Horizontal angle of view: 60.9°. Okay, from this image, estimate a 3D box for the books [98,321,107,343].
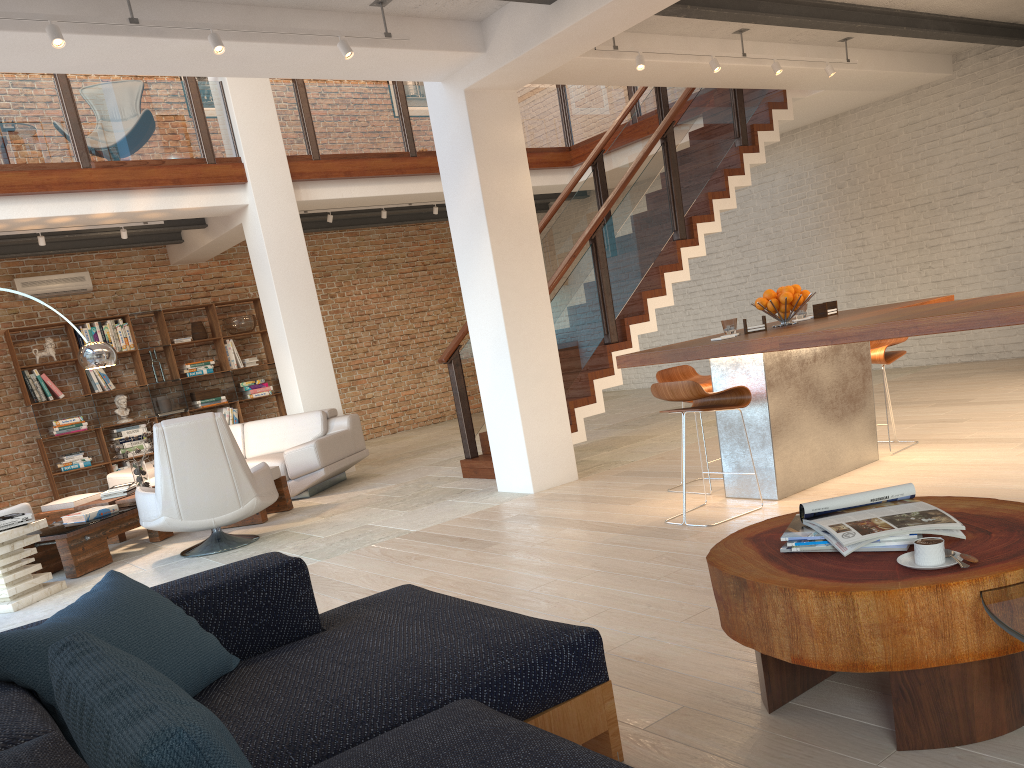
[{"bbox_3d":[-4.960,-0.546,10.532,0.035,0.395,0.242,-19,14,-36],"label":"books"}]

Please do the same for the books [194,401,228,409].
[{"bbox_3d":[-3.927,0.276,11.379,0.347,0.021,0.272,-13,4,-37],"label":"books"}]

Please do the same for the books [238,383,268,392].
[{"bbox_3d":[-3.474,0.044,11.697,0.319,0.057,0.254,-13,5,-36],"label":"books"}]

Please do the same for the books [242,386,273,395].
[{"bbox_3d":[-3.423,0.091,11.727,0.318,0.057,0.255,-13,5,-41],"label":"books"}]

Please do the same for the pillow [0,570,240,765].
[{"bbox_3d":[-0.977,0.663,2.109,0.379,0.337,0.545,-8,6,14],"label":"pillow"}]

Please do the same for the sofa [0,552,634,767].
[{"bbox_3d":[0.459,0.699,1.262,2.029,0.680,3.943,-13,5,-36],"label":"sofa"}]

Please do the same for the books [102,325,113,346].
[{"bbox_3d":[-4.910,-0.528,10.552,0.054,0.340,0.253,-19,13,-36],"label":"books"}]

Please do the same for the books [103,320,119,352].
[{"bbox_3d":[-4.878,-0.566,10.606,0.035,0.395,0.242,-19,14,-36],"label":"books"}]

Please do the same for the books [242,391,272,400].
[{"bbox_3d":[-3.433,0.151,11.726,0.319,0.057,0.254,-13,4,-33],"label":"books"}]

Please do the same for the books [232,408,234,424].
[{"bbox_3d":[-3.744,0.500,11.546,0.095,0.365,0.270,-19,13,-36],"label":"books"}]

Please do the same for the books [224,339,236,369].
[{"bbox_3d":[-3.727,-0.378,11.442,0.035,0.395,0.242,-19,14,-36],"label":"books"}]

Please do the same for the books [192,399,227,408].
[{"bbox_3d":[-3.952,0.251,11.376,0.369,0.037,0.244,-13,5,-40],"label":"books"}]

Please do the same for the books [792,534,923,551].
[{"bbox_3d":[0.940,0.406,2.379,0.321,0.011,0.244,-9,4,24],"label":"books"}]

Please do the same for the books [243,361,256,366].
[{"bbox_3d":[-3.494,-0.269,11.621,0.130,0.035,0.204,-12,4,-26],"label":"books"}]

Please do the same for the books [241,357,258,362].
[{"bbox_3d":[-3.503,-0.321,11.609,0.206,0.035,0.128,-7,5,44],"label":"books"}]

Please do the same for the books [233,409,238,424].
[{"bbox_3d":[-3.700,0.499,11.561,0.113,0.344,0.253,-19,13,-36],"label":"books"}]

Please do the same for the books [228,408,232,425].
[{"bbox_3d":[-3.756,0.500,11.527,0.095,0.365,0.270,-19,13,-36],"label":"books"}]

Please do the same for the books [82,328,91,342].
[{"bbox_3d":[-5.090,-0.489,10.433,0.054,0.340,0.253,-19,13,-36],"label":"books"}]

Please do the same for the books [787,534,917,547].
[{"bbox_3d":[0.933,0.396,2.394,0.321,0.011,0.244,-9,4,24],"label":"books"}]

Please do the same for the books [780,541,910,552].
[{"bbox_3d":[0.931,0.419,2.393,0.320,0.011,0.244,-8,4,33],"label":"books"}]

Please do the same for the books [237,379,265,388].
[{"bbox_3d":[-3.497,-0.009,11.675,0.321,0.057,0.252,-12,4,-25],"label":"books"}]

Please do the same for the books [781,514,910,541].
[{"bbox_3d":[0.926,0.386,2.399,0.321,0.011,0.244,-9,4,28],"label":"books"}]

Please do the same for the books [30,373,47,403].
[{"bbox_3d":[-5.556,0.051,10.192,0.099,0.344,0.253,-19,13,-36],"label":"books"}]

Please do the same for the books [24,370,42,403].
[{"bbox_3d":[-5.589,0.033,10.142,0.089,0.396,0.242,-19,14,-36],"label":"books"}]

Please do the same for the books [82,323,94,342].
[{"bbox_3d":[-5.060,-0.524,10.455,0.035,0.395,0.242,-19,14,-36],"label":"books"}]

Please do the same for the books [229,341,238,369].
[{"bbox_3d":[-3.708,-0.369,11.469,0.020,0.370,0.270,-20,13,-36],"label":"books"}]

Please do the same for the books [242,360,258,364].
[{"bbox_3d":[-3.495,-0.296,11.623,0.167,0.019,0.235,-13,4,-33],"label":"books"}]

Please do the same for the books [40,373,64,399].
[{"bbox_3d":[-5.434,0.032,10.269,0.190,0.328,0.253,-18,12,-36],"label":"books"}]

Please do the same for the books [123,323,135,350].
[{"bbox_3d":[-4.734,-0.569,10.715,0.054,0.340,0.253,-19,13,-36],"label":"books"}]

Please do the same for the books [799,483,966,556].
[{"bbox_3d":[0.981,0.366,2.339,0.321,0.112,0.266,-10,5,-3],"label":"books"}]

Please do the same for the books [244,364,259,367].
[{"bbox_3d":[-3.492,-0.243,11.643,0.168,0.019,0.235,-12,4,-28],"label":"books"}]

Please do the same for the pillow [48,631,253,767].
[{"bbox_3d":[-0.267,0.548,0.966,0.248,0.429,1.209,-18,8,-37],"label":"pillow"}]

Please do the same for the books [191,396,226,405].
[{"bbox_3d":[-3.949,0.215,11.332,0.370,0.037,0.244,-13,4,-37],"label":"books"}]

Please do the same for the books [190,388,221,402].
[{"bbox_3d":[-3.976,0.140,11.315,0.327,0.122,0.212,-13,7,-35],"label":"books"}]

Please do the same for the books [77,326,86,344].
[{"bbox_3d":[-5.133,-0.495,10.422,0.020,0.370,0.270,-20,13,-36],"label":"books"}]

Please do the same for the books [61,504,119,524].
[{"bbox_3d":[-3.294,1.016,6.811,0.257,0.058,0.315,-9,4,24],"label":"books"}]

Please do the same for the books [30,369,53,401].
[{"bbox_3d":[-5.498,0.016,10.192,0.118,0.393,0.242,-19,14,-36],"label":"books"}]

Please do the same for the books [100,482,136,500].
[{"bbox_3d":[-3.473,0.942,7.735,0.249,0.076,0.391,-11,4,-4],"label":"books"}]

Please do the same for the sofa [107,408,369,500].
[{"bbox_3d":[-2.738,0.796,8.783,2.344,0.780,1.105,-9,7,15],"label":"sofa"}]

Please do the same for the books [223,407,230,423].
[{"bbox_3d":[-3.793,0.501,11.487,0.157,0.384,0.242,-18,13,-36],"label":"books"}]

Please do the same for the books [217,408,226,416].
[{"bbox_3d":[-3.839,0.510,11.483,0.159,0.383,0.242,-18,13,-36],"label":"books"}]

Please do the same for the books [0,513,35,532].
[{"bbox_3d":[-3.491,0.937,5.777,0.571,0.082,0.377,-8,5,38],"label":"books"}]

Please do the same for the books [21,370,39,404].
[{"bbox_3d":[-5.614,0.040,10.115,0.089,0.396,0.242,-19,14,-36],"label":"books"}]
